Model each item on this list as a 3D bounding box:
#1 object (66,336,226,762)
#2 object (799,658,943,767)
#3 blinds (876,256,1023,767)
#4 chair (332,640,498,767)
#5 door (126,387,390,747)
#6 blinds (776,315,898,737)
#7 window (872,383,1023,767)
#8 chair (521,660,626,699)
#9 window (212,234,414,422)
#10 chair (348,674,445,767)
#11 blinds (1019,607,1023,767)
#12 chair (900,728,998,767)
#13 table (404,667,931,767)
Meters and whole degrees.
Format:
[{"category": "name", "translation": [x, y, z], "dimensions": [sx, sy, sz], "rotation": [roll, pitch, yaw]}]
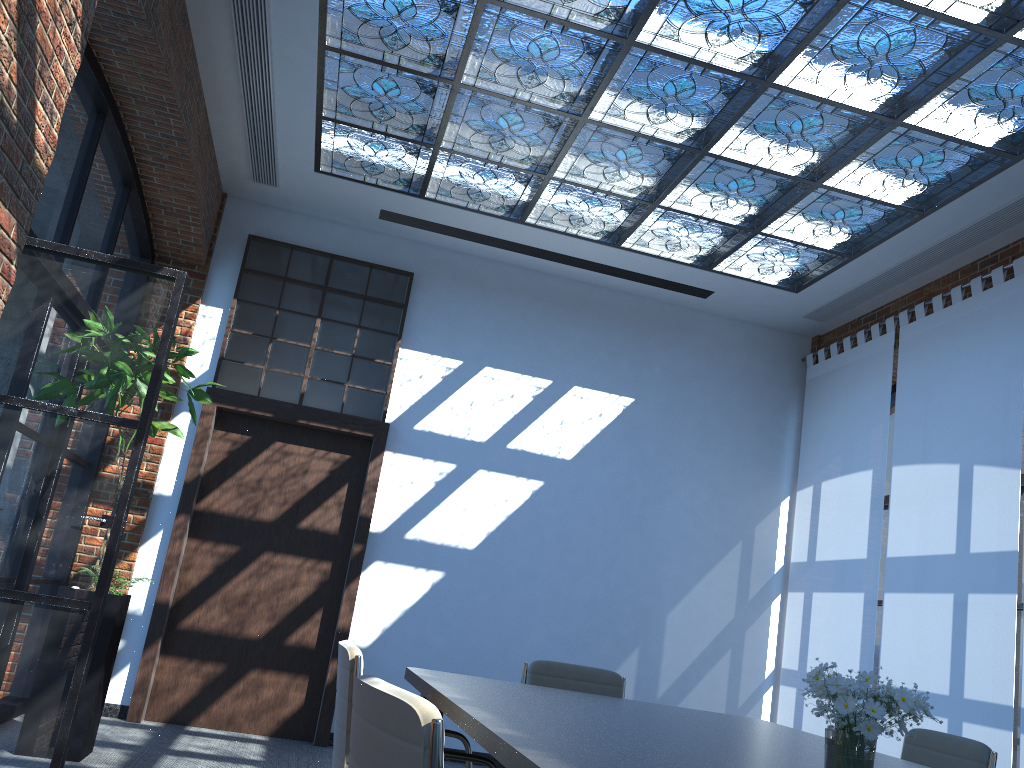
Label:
[{"category": "object", "translation": [-2.355, 0.832, 5.140], "dimensions": [0.947, 2.469, 1.334], "rotation": [12, -14, -10]}, {"category": "object", "translation": [0.857, 0.853, 2.207], "dimensions": [0.329, 0.307, 0.339], "rotation": [9, -14, 0]}, {"category": "blinds", "translation": [2.781, 1.120, 5.691], "dimensions": [0.040, 3.725, 1.227], "rotation": [12, -13, -11]}, {"category": "chair", "translation": [-0.347, 1.425, 3.118], "dimensions": [0.707, 0.915, 0.564], "rotation": [12, -14, -11]}, {"category": "door", "translation": [-1.840, 1.346, 6.641], "dimensions": [1.402, 2.414, 0.202], "rotation": [12, -13, -11]}, {"category": "blinds", "translation": [2.491, 1.401, 6.913], "dimensions": [0.040, 3.725, 1.227], "rotation": [12, -13, -11]}, {"category": "window", "translation": [3.958, 0.691, 2.974], "dimensions": [0.160, 3.576, 9.694], "rotation": [12, -15, -11]}, {"category": "chair", "translation": [0.332, 1.815, 4.157], "dimensions": [0.561, 0.915, 0.711], "rotation": [12, -14, -11]}, {"category": "window", "translation": [-1.543, -0.423, 6.992], "dimensions": [1.331, 1.281, 0.059], "rotation": [12, -13, -11]}, {"category": "chair", "translation": [-0.036, 1.123, 1.808], "dimensions": [0.709, 0.915, 0.563], "rotation": [15, -14, -22]}, {"category": "blinds", "translation": [3.069, 0.840, 4.480], "dimensions": [0.040, 3.725, 1.227], "rotation": [12, -13, -11]}, {"category": "chair", "translation": [1.387, 1.789, 3.423], "dimensions": [0.707, 0.915, 0.564], "rotation": [11, -14, -7]}, {"category": "table", "translation": [0.822, 1.376, 2.010], "dimensions": [1.812, 0.803, 4.538], "rotation": [12, -15, -11]}]
